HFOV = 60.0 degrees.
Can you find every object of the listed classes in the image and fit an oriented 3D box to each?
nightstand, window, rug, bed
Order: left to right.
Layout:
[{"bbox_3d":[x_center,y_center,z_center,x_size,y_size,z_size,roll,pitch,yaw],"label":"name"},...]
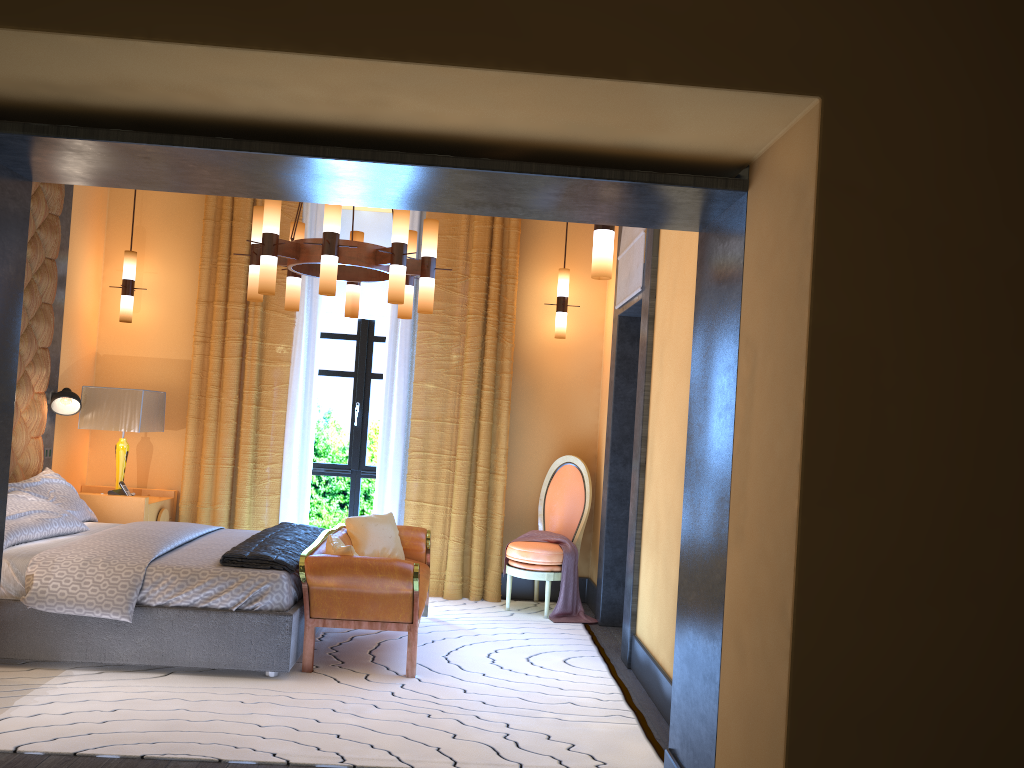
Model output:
[{"bbox_3d":[-2.891,1.120,6.417,0.720,0.690,0.680,4,-2,-3],"label":"nightstand"},{"bbox_3d":[-2.157,0.991,5.186,2.107,0.824,1.889,4,-3,-3],"label":"bed"},{"bbox_3d":[-1.256,1.500,5.045,3.702,0.016,3.389,4,-3,-3],"label":"rug"},{"bbox_3d":[-1.213,0.104,7.124,1.200,2.998,0.130,4,-2,-3],"label":"window"}]

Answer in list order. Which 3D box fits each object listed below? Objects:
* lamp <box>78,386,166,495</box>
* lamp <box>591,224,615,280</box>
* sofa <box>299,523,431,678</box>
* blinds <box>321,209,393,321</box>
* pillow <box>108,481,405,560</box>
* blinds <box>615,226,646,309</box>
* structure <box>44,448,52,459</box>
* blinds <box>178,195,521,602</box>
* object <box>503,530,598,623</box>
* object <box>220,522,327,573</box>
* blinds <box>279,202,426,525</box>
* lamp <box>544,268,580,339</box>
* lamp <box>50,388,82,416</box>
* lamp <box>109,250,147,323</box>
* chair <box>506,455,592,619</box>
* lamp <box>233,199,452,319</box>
[{"bbox_3d":[-2.794,0.435,6.346,0.424,0.802,0.505,4,-2,-3],"label":"lamp"},{"bbox_3d":[0.392,-0.708,3.728,0.199,0.531,0.199,2,-2,42],"label":"lamp"},{"bbox_3d":[-0.826,1.222,5.324,0.650,0.640,1.616,4,-3,-3],"label":"sofa"},{"bbox_3d":[-1.145,-0.957,7.141,1.200,0.872,0.013,4,-2,-3],"label":"blinds"},{"bbox_3d":[-1.503,0.946,5.830,2.627,0.407,1.148,1,-3,39],"label":"pillow"},{"bbox_3d":[0.813,-1.329,5.804,0.042,1.575,0.895,4,-2,-3],"label":"blinds"},{"bbox_3d":[-3.139,0.467,5.989,0.016,0.071,0.103,4,-2,-3],"label":"structure"},{"bbox_3d":[-1.172,-0.480,6.735,2.451,4.144,0.134,4,-2,-3],"label":"blinds"},{"bbox_3d":[0.290,1.369,6.416,0.802,0.571,0.429,1,-3,45],"label":"object"},{"bbox_3d":[-1.344,0.939,5.223,0.405,0.104,1.462,4,-3,-3],"label":"object"},{"bbox_3d":[-1.216,-0.456,6.816,2.051,4.073,0.237,4,-2,-5],"label":"blinds"},{"bbox_3d":[0.384,-0.614,6.786,0.199,0.531,0.199,2,-2,42],"label":"lamp"},{"bbox_3d":[-2.889,0.146,6.112,0.231,0.218,0.568,1,-3,45],"label":"lamp"},{"bbox_3d":[-2.867,-0.725,6.624,0.199,0.531,0.199,2,-2,42],"label":"lamp"},{"bbox_3d":[0.257,1.094,6.524,0.500,1.146,0.633,3,-2,30],"label":"chair"},{"bbox_3d":[-0.902,-1.516,5.047,1.140,2.167,1.142,3,-2,20],"label":"lamp"}]
